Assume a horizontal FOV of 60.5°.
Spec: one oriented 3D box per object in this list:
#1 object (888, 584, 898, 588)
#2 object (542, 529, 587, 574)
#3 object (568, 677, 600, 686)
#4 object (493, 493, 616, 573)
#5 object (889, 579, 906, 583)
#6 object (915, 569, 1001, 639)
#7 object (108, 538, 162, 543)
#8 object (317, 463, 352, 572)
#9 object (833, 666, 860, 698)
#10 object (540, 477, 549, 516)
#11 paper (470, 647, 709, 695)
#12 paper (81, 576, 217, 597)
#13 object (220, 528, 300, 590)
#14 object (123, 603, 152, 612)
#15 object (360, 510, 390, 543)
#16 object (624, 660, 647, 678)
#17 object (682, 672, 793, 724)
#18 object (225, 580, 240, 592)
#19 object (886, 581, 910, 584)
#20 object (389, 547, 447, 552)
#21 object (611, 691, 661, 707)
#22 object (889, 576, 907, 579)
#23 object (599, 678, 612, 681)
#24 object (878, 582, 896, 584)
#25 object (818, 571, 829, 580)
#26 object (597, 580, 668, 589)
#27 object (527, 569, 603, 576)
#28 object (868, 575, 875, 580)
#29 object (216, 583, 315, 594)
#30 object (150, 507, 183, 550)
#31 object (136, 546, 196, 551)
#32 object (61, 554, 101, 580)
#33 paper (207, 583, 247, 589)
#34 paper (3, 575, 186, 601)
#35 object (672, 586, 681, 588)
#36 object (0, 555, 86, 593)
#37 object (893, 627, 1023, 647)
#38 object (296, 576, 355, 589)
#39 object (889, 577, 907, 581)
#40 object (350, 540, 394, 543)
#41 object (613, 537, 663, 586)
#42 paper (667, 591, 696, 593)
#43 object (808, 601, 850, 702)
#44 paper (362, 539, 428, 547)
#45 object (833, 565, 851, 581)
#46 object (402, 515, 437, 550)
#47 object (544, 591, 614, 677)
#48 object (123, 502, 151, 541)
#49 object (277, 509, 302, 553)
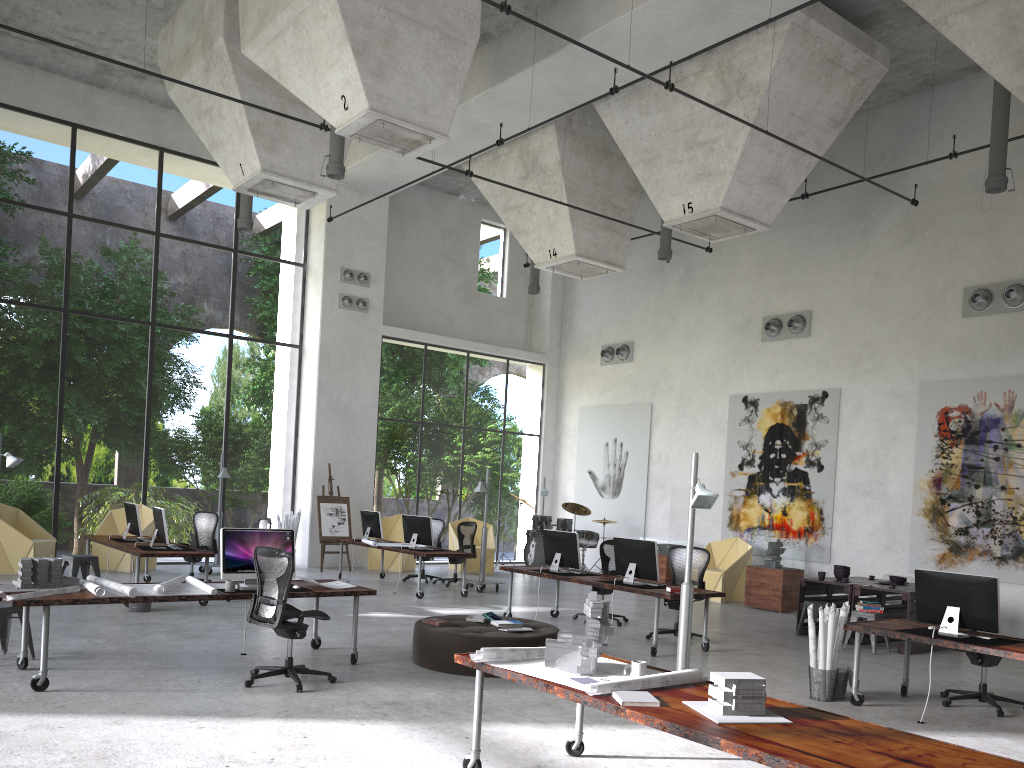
[{"bbox_3d":[4.930,2.615,11.392,0.137,0.056,0.117,0,-6,28],"label":"object"},{"bbox_3d":[0.714,2.240,11.734,0.379,0.552,0.714,4,-4,-36],"label":"object"},{"bbox_3d":[0.418,1.655,4.874,0.134,0.008,0.204,7,-8,-26],"label":"object"},{"bbox_3d":[1.030,3.309,19.223,2.965,1.742,1.893,0,-5,37],"label":"object"},{"bbox_3d":[5.301,2.713,12.065,0.228,0.047,0.231,2,-7,12],"label":"object"},{"bbox_3d":[3.897,1.914,7.638,0.379,0.552,0.714,4,-4,-36],"label":"object"},{"bbox_3d":[-5.598,2.343,13.129,0.691,0.008,0.849,8,-9,-36],"label":"object"},{"bbox_3d":[-3.569,2.639,17.418,0.696,2.145,0.682,3,0,-37],"label":"object"},{"bbox_3d":[3.077,2.799,8.297,0.397,0.298,0.296,3,-3,6],"label":"object"},{"bbox_3d":[0.709,3.273,20.721,0.580,2.153,0.595,3,0,-3],"label":"object"},{"bbox_3d":[0.445,1.662,5.188,0.982,0.105,1.075,9,-9,-42],"label":"paper"},{"bbox_3d":[-3.182,1.766,7.692,1.082,0.105,0.976,9,-9,-38],"label":"paper"},{"bbox_3d":[-2.360,1.643,8.274,0.718,0.553,0.376,6,-3,-36],"label":"object"},{"bbox_3d":[-4.711,2.707,11.083,0.296,0.298,0.397,6,-5,-44],"label":"object"},{"bbox_3d":[-2.465,2.565,15.822,0.379,0.552,0.714,4,-4,-36],"label":"object"},{"bbox_3d":[0.712,1.648,5.057,0.123,0.100,0.088,4,-3,-9],"label":"object"},{"bbox_3d":[1.119,1.545,4.375,0.390,0.182,0.418,4,-6,-12],"label":"object"},{"bbox_3d":[-2.518,1.819,7.907,0.123,0.100,0.088,4,-3,-9],"label":"object"},{"bbox_3d":[5.302,2.734,12.066,0.295,0.024,0.298,-1,-8,30],"label":"object"},{"bbox_3d":[-1.525,2.751,14.602,0.848,0.008,0.692,-3,-10,43],"label":"object"},{"bbox_3d":[0.633,1.618,4.519,0.200,0.023,0.237,4,-7,-7],"label":"object"},{"bbox_3d":[5.300,2.674,12.069,0.230,0.058,0.229,8,-8,-38],"label":"object"},{"bbox_3d":[0.544,1.669,4.941,0.126,0.010,0.011,-2,-6,38],"label":"object"},{"bbox_3d":[5.075,2.703,11.910,0.236,0.019,0.234,9,-9,-42],"label":"object"},{"bbox_3d":[4.260,2.631,12.043,0.129,0.109,0.101,0,-4,44],"label":"object"},{"bbox_3d":[1.541,2.438,10.659,0.691,0.008,0.849,8,-9,-36],"label":"object"},{"bbox_3d":[0.701,2.524,11.738,0.691,0.008,0.849,8,-9,-36],"label":"object"},{"bbox_3d":[5.183,2.782,12.629,0.138,0.056,0.117,6,-6,-22],"label":"object"},{"bbox_3d":[-2.375,1.926,8.276,0.853,0.008,0.688,8,-9,-36],"label":"object"},{"bbox_3d":[-4.732,1.971,12.023,0.379,0.552,0.715,4,-4,-31],"label":"object"},{"bbox_3d":[-4.745,2.255,12.028,0.691,0.008,0.850,7,-8,-31],"label":"object"},{"bbox_3d":[-6.047,2.665,12.275,0.455,0.532,0.478,1,-3,37],"label":"object"},{"bbox_3d":[-2.626,1.908,8.295,0.487,0.001,0.430,7,-8,-27],"label":"paper"},{"bbox_3d":[-3.387,1.743,7.571,0.891,0.103,1.944,3,-7,1],"label":"paper"},{"bbox_3d":[1.906,2.317,10.023,0.148,0.011,0.011,1,-4,21],"label":"object"},{"bbox_3d":[-3.980,1.588,7.456,0.433,0.304,0.741,-1,-7,42],"label":"object"},{"bbox_3d":[3.885,2.198,7.643,0.691,0.008,0.849,8,-9,-36],"label":"object"},{"bbox_3d":[-1.834,1.952,8.668,0.472,0.086,0.436,8,-8,-34],"label":"object"},{"bbox_3d":[5.303,2.698,12.063,0.230,0.063,0.228,9,-9,-42],"label":"object"},{"bbox_3d":[-2.477,2.849,15.827,0.691,0.008,0.849,8,-9,-36],"label":"object"},{"bbox_3d":[1.553,2.154,10.654,0.379,0.552,0.714,4,-4,-36],"label":"object"},{"bbox_3d":[1.941,2.381,10.050,0.290,0.001,0.212,0,-8,24],"label":"paper"},{"bbox_3d":[2.901,2.456,8.111,0.320,0.938,0.340,3,0,-20],"label":"object"},{"bbox_3d":[-2.051,2.763,15.311,1.080,0.105,0.978,7,-8,-27],"label":"paper"},{"bbox_3d":[4.576,2.618,12.188,0.215,0.214,0.193,5,-3,-37],"label":"object"},{"bbox_3d":[-1.512,2.468,14.597,0.713,0.553,0.379,-1,-4,44],"label":"object"},{"bbox_3d":[0.392,1.474,5.206,0.361,0.521,0.495,3,-3,-2],"label":"object"},{"bbox_3d":[-5.585,2.059,13.124,0.379,0.552,0.714,4,-4,-36],"label":"object"},{"bbox_3d":[-4.436,3.071,17.412,0.439,1.210,0.413,3,0,30],"label":"object"}]
